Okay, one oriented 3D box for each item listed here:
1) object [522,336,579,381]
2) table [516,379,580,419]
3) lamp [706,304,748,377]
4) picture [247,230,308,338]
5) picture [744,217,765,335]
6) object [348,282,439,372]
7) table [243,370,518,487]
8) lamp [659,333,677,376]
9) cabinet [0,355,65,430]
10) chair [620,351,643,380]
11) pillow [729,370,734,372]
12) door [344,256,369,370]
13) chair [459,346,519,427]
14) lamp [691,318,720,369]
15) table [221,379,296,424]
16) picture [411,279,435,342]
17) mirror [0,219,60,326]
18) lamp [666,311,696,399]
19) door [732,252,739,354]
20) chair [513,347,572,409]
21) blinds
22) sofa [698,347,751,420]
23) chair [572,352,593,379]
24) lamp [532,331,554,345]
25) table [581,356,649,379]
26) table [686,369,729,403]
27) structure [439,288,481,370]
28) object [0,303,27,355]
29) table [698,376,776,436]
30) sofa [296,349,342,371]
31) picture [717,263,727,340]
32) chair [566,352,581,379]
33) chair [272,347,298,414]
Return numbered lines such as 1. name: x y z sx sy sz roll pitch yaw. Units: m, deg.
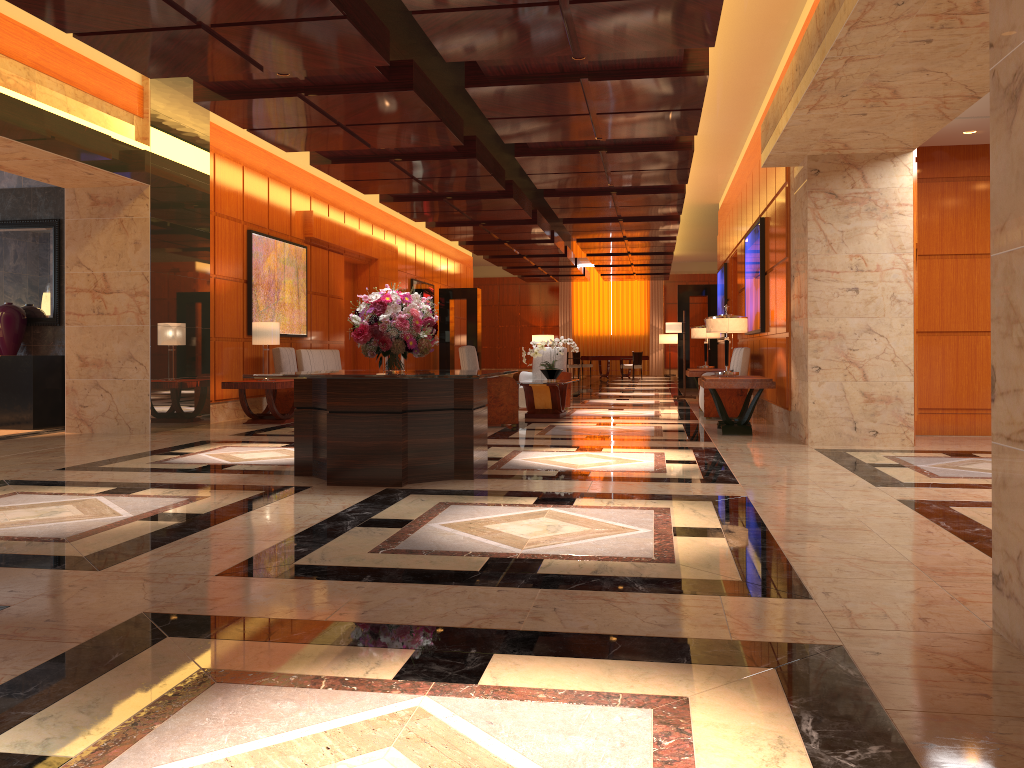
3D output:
1. object: 0.533 -0.354 12.213 0.788 0.617 0.417 0 1 -14
2. table: 0.460 0.207 12.103 0.722 0.496 1.561 0 2 12
3. lamp: 2.401 -0.485 9.915 0.458 0.810 0.459 0 0 18
4. picture: -3.450 -1.431 13.161 0.056 1.452 1.997 0 1 9
5. picture: 3.321 -1.417 12.169 0.056 1.452 1.997 0 1 9
6. object: -0.864 -0.420 6.538 0.650 0.658 0.680 0 1 0
7. table: -0.863 0.284 6.517 1.600 0.745 1.601 0 2 9
8. lamp: 5.733 -1.117 32.063 0.811 1.661 0.811 0 0 -41
9. cabinet: -6.569 0.087 10.827 2.190 0.868 0.784 0 1 9
10. chair: 3.779 -0.567 27.652 0.584 0.894 0.576 -1 1 -38
11. pillow: 2.986 -0.076 12.247 0.160 0.253 0.358 0 1 6
12. door: -3.112 -1.033 16.829 0.340 2.651 1.500 0 0 9
13. chair: -0.296 0.016 10.717 0.628 0.961 0.738 0 1 -12
14. lamp: 3.062 -0.644 14.017 0.459 0.794 0.458 0 0 -29
15. table: -3.064 0.223 11.283 0.725 0.534 1.168 0 2 12
16. picture: -2.136 -1.730 21.318 0.056 1.452 1.997 0 1 9
17. mirror: -6.516 -1.394 11.195 1.766 1.338 0.029 0 0 9
18. lamp: 3.177 -0.555 16.751 0.526 1.661 0.360 0 0 -1
19. door: 4.141 -1.015 15.680 0.340 2.651 1.538 0 0 9
20. chair: 0.473 -0.091 13.614 0.738 0.961 0.629 0 1 28
21. blinds: 3.680 -2.354 33.037 3.852 4.065 0.149 0 0 9
22. sofa: 2.915 -0.037 12.239 0.612 0.932 1.800 0 2 10
23. chair: 2.330 -0.640 29.785 0.576 0.894 0.584 0 1 37
24. lamp: 1.148 -1.129 32.801 0.811 1.661 0.811 0 0 -41
25. table: 3.317 -0.537 28.559 2.107 0.741 0.784 -1 1 -20
26. table: 3.122 0.074 13.936 0.725 0.606 1.271 0 2 9
27. structure: -1.310 -1.166 22.468 0.985 2.498 0.500 0 0 9
28. object: -6.463 -0.678 10.939 0.861 0.652 0.520 0 1 8
29. table: 2.450 0.227 9.768 0.725 0.606 1.271 0 2 9
30. sofa: -2.832 -0.085 14.084 0.612 0.932 1.800 0 2 10
31. picture: 4.253 -1.629 17.955 0.056 1.452 1.997 0 1 9
32. chair: 1.819 -0.597 28.634 0.584 0.894 0.576 -1 1 -43
33. chair: -2.977 -0.039 12.471 0.628 0.961 0.738 0 1 8
